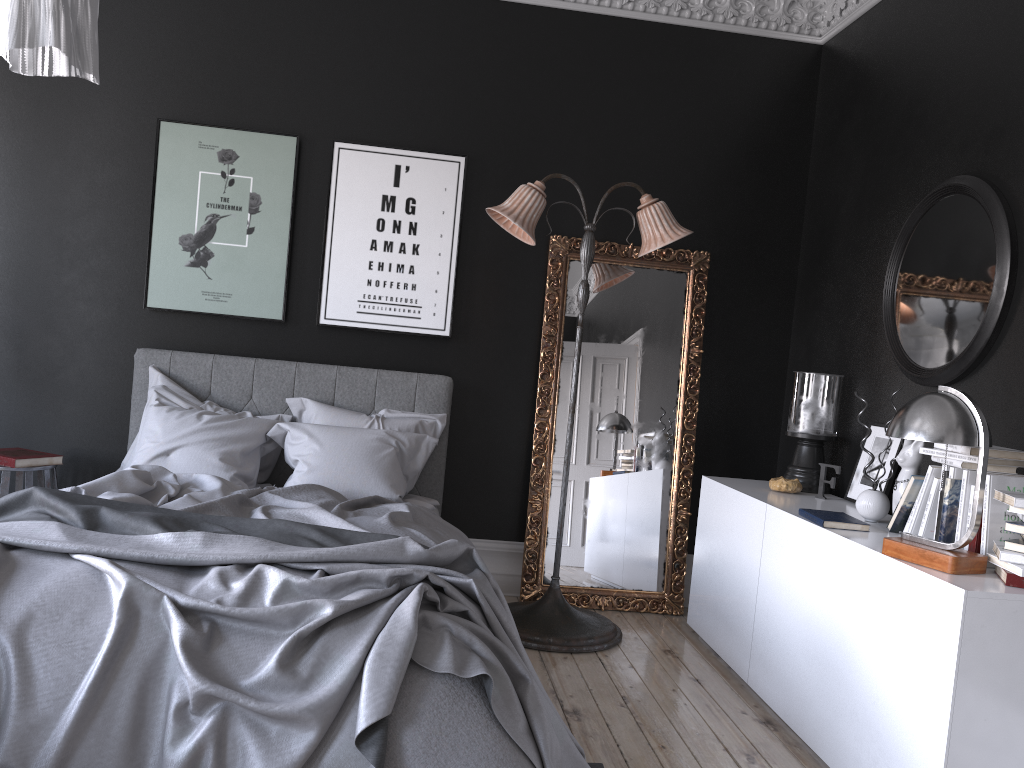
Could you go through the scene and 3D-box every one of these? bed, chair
[{"bbox_3d":[-1.230,0.564,3.635,2.767,1.299,3.279,5,2,-18],"label":"bed"},{"bbox_3d":[-2.576,0.730,4.545,0.612,0.673,0.613,7,3,38],"label":"chair"}]

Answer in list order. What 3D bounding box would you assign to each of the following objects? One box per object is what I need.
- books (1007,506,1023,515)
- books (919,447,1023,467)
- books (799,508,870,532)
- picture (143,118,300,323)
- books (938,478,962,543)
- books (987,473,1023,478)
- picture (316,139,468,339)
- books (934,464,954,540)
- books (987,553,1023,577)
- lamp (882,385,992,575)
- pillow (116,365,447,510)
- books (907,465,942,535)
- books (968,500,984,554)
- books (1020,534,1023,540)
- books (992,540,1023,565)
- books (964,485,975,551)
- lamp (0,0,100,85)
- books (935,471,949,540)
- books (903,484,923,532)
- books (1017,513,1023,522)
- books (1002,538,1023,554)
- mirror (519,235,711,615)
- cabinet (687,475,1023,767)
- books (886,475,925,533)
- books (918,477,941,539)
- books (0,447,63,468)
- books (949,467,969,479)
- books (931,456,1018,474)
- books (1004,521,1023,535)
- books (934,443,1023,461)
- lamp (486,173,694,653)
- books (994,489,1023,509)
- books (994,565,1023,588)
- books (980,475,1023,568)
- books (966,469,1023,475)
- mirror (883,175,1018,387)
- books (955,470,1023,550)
[{"bbox_3d":[1.744,0.406,2.772,0.307,0.024,0.220,4,2,-31],"label":"books"},{"bbox_3d":[1.688,0.267,3.237,0.220,0.024,0.307,5,2,-16],"label":"books"},{"bbox_3d":[1.315,0.555,3.629,0.193,0.030,0.289,5,2,-1],"label":"books"},{"bbox_3d":[-1.658,-0.928,5.070,0.792,1.079,0.014,5,3,-6],"label":"picture"},{"bbox_3d":[1.636,0.479,3.175,0.204,0.270,0.029,5,3,-6],"label":"books"},{"bbox_3d":[1.716,0.469,3.072,0.221,0.307,0.030,5,3,-6],"label":"books"},{"bbox_3d":[-0.698,-0.840,5.176,0.792,1.079,0.014,5,3,-6],"label":"picture"},{"bbox_3d":[1.692,0.461,3.295,0.221,0.307,0.030,5,3,-6],"label":"books"},{"bbox_3d":[1.689,0.577,2.752,0.319,0.025,0.228,5,2,4],"label":"books"},{"bbox_3d":[1.415,0.301,2.957,0.329,0.591,0.340,4,3,-26],"label":"lamp"},{"bbox_3d":[-1.271,0.344,4.736,1.830,0.760,0.679,5,2,-6],"label":"pillow"},{"bbox_3d":[1.655,0.460,3.385,0.220,0.296,0.126,5,3,-6],"label":"books"},{"bbox_3d":[1.694,0.474,3.035,0.235,0.295,0.038,5,3,-6],"label":"books"},{"bbox_3d":[1.718,0.491,2.787,0.193,0.030,0.289,6,2,25],"label":"books"},{"bbox_3d":[1.697,0.548,2.779,0.318,0.031,0.229,6,2,24],"label":"books"},{"bbox_3d":[1.685,0.489,3.099,0.195,0.259,0.026,5,3,-6],"label":"books"},{"bbox_3d":[-0.731,-1.566,1.516,0.781,2.050,0.784,7,3,37],"label":"lamp"},{"bbox_3d":[1.647,0.467,3.229,0.193,0.290,0.030,5,3,-7],"label":"books"},{"bbox_3d":[1.649,0.484,3.434,0.195,0.245,0.132,5,2,-6],"label":"books"},{"bbox_3d":[1.721,0.431,2.768,0.220,0.030,0.306,6,2,24],"label":"books"},{"bbox_3d":[1.709,0.520,2.782,0.269,0.029,0.202,4,2,-36],"label":"books"},{"bbox_3d":[0.625,0.245,5.295,0.991,2.194,0.254,5,3,-6],"label":"mirror"},{"bbox_3d":[1.429,1.019,3.813,0.570,0.883,2.394,5,2,-6],"label":"cabinet"},{"bbox_3d":[1.615,0.478,3.472,0.203,0.246,0.158,5,2,-6],"label":"books"},{"bbox_3d":[1.658,0.481,3.353,0.195,0.256,0.091,5,3,-6],"label":"books"},{"bbox_3d":[-2.531,0.375,4.529,0.346,0.045,0.275,6,2,24],"label":"books"},{"bbox_3d":[1.674,0.462,3.204,0.220,0.307,0.024,5,3,-6],"label":"books"},{"bbox_3d":[1.687,0.292,3.245,0.195,0.026,0.258,5,2,4],"label":"books"},{"bbox_3d":[1.712,0.460,2.773,0.290,0.030,0.192,4,2,-32],"label":"books"},{"bbox_3d":[1.718,0.242,3.240,0.220,0.030,0.306,5,2,4],"label":"books"},{"bbox_3d":[0.322,0.116,4.720,0.985,2.413,0.772,7,3,26],"label":"lamp"},{"bbox_3d":[1.706,0.376,2.773,0.306,0.030,0.220,6,2,14],"label":"books"},{"bbox_3d":[1.678,0.608,2.747,0.294,0.038,0.234,6,2,21],"label":"books"},{"bbox_3d":[1.696,0.469,2.992,0.220,0.308,0.050,5,3,-6],"label":"books"},{"bbox_3d":[1.707,0.466,3.156,0.221,0.307,0.030,5,3,-6],"label":"books"},{"bbox_3d":[1.891,-0.449,3.915,0.061,0.925,0.923,5,2,-6],"label":"mirror"},{"bbox_3d":[1.682,0.465,3.126,0.220,0.307,0.024,5,3,-6],"label":"books"}]
